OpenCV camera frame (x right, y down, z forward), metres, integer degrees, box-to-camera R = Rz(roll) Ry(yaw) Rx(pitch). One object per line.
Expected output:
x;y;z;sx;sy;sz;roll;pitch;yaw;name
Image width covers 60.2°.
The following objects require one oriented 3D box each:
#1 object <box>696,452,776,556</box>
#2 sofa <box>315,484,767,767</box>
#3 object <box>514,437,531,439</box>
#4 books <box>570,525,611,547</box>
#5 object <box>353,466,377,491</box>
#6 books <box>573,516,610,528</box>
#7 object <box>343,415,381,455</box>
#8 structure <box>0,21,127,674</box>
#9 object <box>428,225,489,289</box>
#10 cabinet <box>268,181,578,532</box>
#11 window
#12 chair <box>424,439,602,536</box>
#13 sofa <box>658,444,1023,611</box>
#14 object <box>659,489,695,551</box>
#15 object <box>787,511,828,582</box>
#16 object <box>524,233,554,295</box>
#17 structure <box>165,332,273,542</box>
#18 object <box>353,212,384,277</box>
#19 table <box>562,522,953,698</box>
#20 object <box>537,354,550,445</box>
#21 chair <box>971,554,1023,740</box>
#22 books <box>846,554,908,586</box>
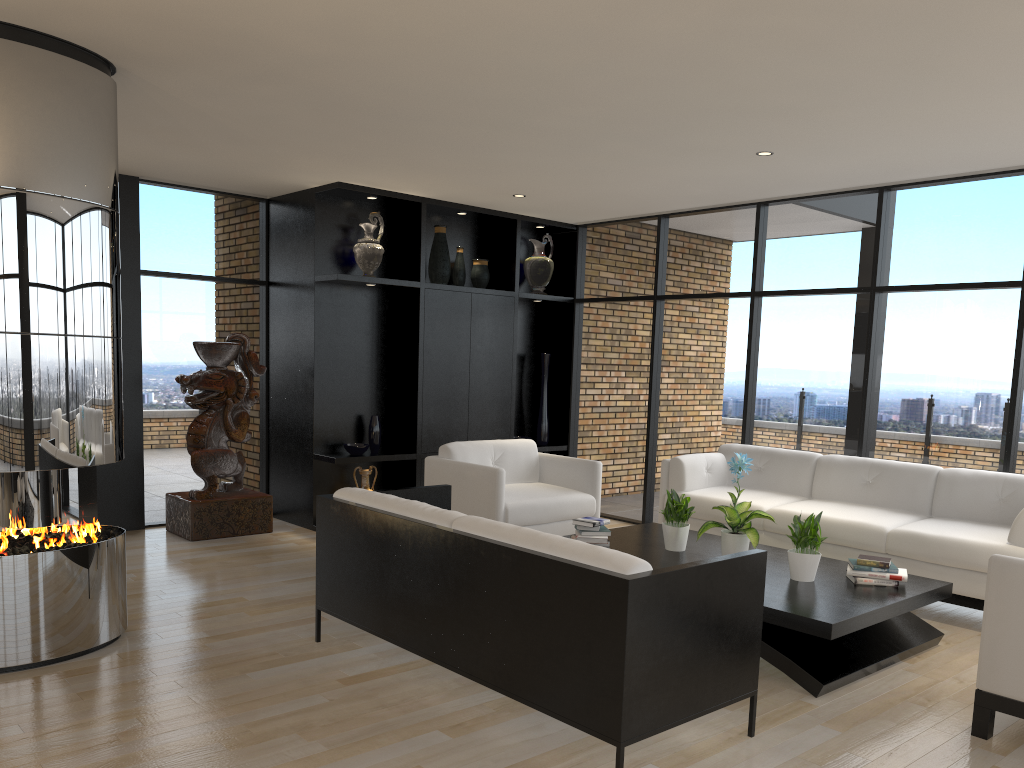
1.247;0.694;4.912;0.370;0.637;0.352;0;6;-22;object
0.007;0.944;3.933;0.836;0.810;2.020;-2;4;-42;sofa
0.072;0.550;8.412;0.212;0.082;0.211;0;3;-44;object
0.480;0.910;5.363;0.223;0.127;0.305;2;2;-3;books
-1.219;0.924;7.326;0.222;0.499;0.220;0;6;-15;object
0.479;0.834;5.337;0.154;0.027;0.184;3;2;39;books
-1.210;0.421;7.260;0.372;0.316;0.211;-2;6;-43;object
-2.229;-0.110;4.045;0.584;2.768;0.887;7;8;36;structure
-0.464;-1.094;7.708;0.617;0.515;0.206;-1;7;-41;object
-0.743;-0.167;8.105;2.657;2.767;1.177;-2;7;-40;cabinet
-3.577;-1.224;5.230;15.825;4.828;10.091;3;3;35;window
0.014;0.854;6.341;0.999;0.863;0.849;-1;5;-42;chair
2.292;0.942;5.938;0.853;0.862;2.679;-2;4;-42;sofa
0.984;0.809;5.264;0.215;0.373;0.282;3;5;12;object
1.536;0.845;4.630;0.214;0.373;0.282;5;6;27;object
0.252;-1.128;8.312;0.285;0.599;0.281;3;6;9;object
-2.298;0.389;7.004;0.729;1.609;0.513;-3;8;-41;structure
-1.151;-1.118;7.085;0.245;0.549;0.242;2;6;3;object
1.185;1.182;5.030;1.262;0.354;2.020;0;2;-42;table
0.311;0.152;8.549;0.113;0.890;0.112;-2;8;-30;object
2.501;1.013;3.562;0.999;0.863;0.849;-1;5;-42;chair
1.916;0.978;4.634;0.307;0.127;0.222;3;3;16;books
